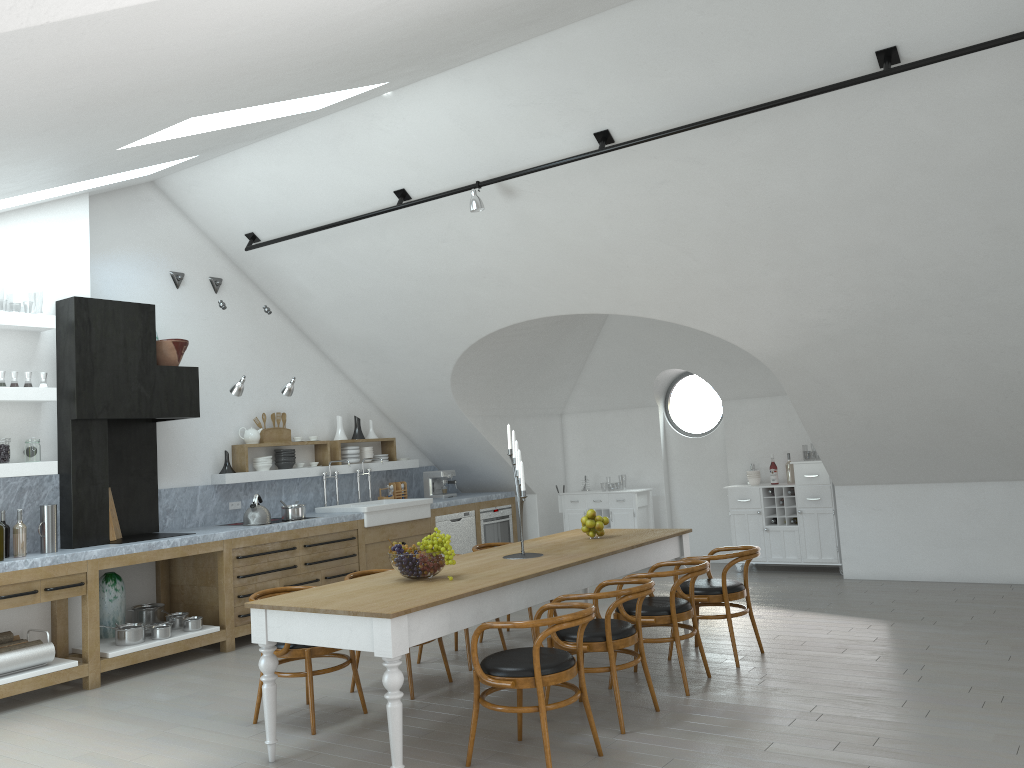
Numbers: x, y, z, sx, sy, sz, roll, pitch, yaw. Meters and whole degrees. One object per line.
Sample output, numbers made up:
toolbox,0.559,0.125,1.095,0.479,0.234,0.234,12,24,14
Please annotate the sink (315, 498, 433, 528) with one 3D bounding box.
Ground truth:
sink,-1.410,1.332,9.171,0.726,0.202,1.020,-7,-5,34

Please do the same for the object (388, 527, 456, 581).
object,-0.510,0.957,4.996,0.394,0.285,0.291,-4,-5,-1

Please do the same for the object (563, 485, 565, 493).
object,0.630,1.363,10.792,0.029,0.269,0.088,-1,-6,-29

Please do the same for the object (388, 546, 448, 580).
object,-0.519,1.022,5.015,0.360,0.160,0.359,-5,-4,15

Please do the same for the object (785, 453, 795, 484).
object,2.980,0.907,9.503,0.085,0.332,0.085,-3,-6,-6

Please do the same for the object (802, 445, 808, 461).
object,3.109,0.730,9.389,0.048,0.170,0.048,-1,-6,-23

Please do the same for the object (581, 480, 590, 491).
object,0.904,1.251,10.904,0.101,0.138,0.067,-7,-6,34

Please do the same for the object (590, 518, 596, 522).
object,0.601,1.001,6.520,0.053,0.051,0.052,-4,-5,6

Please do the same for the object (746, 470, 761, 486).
object,2.649,1.029,9.702,0.158,0.160,0.153,-1,-5,-27

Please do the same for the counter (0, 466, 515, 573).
counter,-2.167,1.034,8.433,0.960,0.621,6.569,-7,-5,35

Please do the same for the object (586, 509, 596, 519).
object,0.582,0.952,6.488,0.072,0.074,0.072,-7,-6,34

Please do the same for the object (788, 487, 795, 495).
object,3.005,1.140,9.430,0.087,0.085,0.359,-7,-5,34

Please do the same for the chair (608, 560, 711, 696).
chair,0.933,1.475,5.466,0.620,0.737,0.526,-7,-6,30

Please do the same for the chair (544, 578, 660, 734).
chair,0.505,1.461,4.878,0.620,0.737,0.527,-7,-6,34

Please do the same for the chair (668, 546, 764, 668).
chair,1.402,1.483,6.020,0.620,0.737,0.527,-8,-6,37

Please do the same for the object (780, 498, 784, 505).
object,2.933,1.256,9.491,0.085,0.086,0.330,-7,-5,34

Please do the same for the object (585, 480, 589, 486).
object,0.908,1.231,10.912,0.097,0.137,0.029,-8,-7,38

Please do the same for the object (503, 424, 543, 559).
object,0.055,0.681,5.823,0.265,0.877,0.773,-5,-5,9

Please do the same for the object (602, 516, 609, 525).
object,0.681,1.002,6.489,0.063,0.064,0.062,-3,-5,-3

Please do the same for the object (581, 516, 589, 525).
object,0.536,1.002,6.484,0.066,0.071,0.072,-4,-5,4

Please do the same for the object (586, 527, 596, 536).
object,0.582,1.081,6.511,0.080,0.074,0.078,-3,-5,-10

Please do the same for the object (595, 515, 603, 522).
object,0.632,0.986,6.461,0.053,0.057,0.058,1,-6,-41

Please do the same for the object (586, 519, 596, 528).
object,0.569,1.013,6.418,0.071,0.064,0.072,-6,-5,28

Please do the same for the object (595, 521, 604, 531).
object,0.632,1.029,6.424,0.071,0.072,0.070,-4,-5,-1

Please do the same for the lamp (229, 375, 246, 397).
lamp,-2.373,0.021,7.658,0.115,0.179,0.164,0,-6,-37

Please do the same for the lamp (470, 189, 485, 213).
lamp,-0.267,-1.393,6.717,0.112,0.175,0.114,-3,-5,-3

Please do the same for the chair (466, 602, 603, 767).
chair,0.124,1.443,4.259,0.620,0.737,0.527,-8,-6,38

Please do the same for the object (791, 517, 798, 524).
object,3.024,1.444,9.406,0.081,0.081,0.358,-7,-5,32

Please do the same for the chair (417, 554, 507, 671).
chair,-0.415,1.632,6.454,0.620,0.737,0.527,-8,-6,38

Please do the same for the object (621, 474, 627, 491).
object,1.324,1.164,10.466,0.063,0.187,0.063,-6,-6,20

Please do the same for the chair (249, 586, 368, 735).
chair,-1.244,1.602,5.263,0.620,0.737,0.527,-7,-6,34

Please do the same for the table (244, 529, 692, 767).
table,0.022,1.508,5.597,1.016,0.801,3.346,-7,-5,34

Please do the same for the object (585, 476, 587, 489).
object,0.914,1.215,10.887,0.024,0.165,0.039,1,-8,-42

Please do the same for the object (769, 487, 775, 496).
object,2.839,1.155,9.554,0.092,0.094,0.359,-7,-5,35

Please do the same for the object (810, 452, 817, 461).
object,3.169,0.766,9.354,0.077,0.085,0.077,-8,-7,42

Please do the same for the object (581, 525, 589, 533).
object,0.535,1.055,6.455,0.059,0.056,0.059,-6,-5,29

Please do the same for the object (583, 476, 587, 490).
object,0.896,1.217,10.918,0.039,0.175,0.054,-8,-7,34

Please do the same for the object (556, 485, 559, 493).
object,0.585,1.368,10.823,0.088,0.269,0.029,-4,-6,8

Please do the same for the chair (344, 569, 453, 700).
chair,-0.781,1.612,5.823,0.620,0.737,0.527,-7,-6,31

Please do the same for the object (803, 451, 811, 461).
object,3.098,0.757,9.305,0.082,0.105,0.081,-2,-5,-17

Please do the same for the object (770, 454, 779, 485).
object,2.836,0.925,9.609,0.081,0.330,0.081,-7,-6,30

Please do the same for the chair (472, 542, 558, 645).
chair,0.006,1.646,7.042,0.620,0.737,0.527,-7,-6,31

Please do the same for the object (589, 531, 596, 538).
object,0.583,1.091,6.443,0.049,0.050,0.051,-8,-6,38

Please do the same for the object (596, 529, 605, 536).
object,0.646,1.081,6.474,0.064,0.064,0.063,1,-7,-44

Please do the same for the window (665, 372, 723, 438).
window,2.220,0.241,10.676,0.898,0.902,0.060,-7,-7,34

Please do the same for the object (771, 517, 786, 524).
object,2.886,1.457,9.510,0.156,0.086,0.331,-7,-5,36

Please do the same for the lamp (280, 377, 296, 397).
lamp,-2.040,0.029,8.130,0.168,0.177,0.112,-6,-6,27

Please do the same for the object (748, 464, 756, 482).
object,2.692,0.998,9.947,0.115,0.209,0.065,-8,-7,37

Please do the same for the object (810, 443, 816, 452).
object,3.227,0.724,9.475,0.054,0.179,0.054,-7,-6,29

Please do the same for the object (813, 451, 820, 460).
object,3.237,0.759,9.402,0.071,0.099,0.071,-8,-7,43
